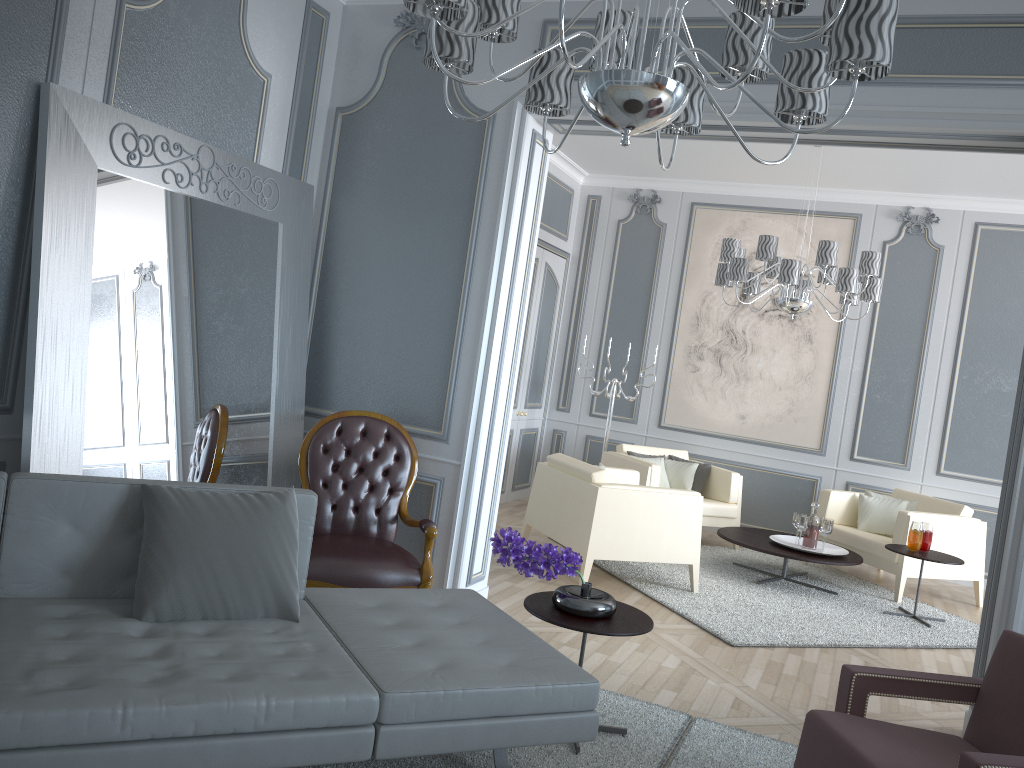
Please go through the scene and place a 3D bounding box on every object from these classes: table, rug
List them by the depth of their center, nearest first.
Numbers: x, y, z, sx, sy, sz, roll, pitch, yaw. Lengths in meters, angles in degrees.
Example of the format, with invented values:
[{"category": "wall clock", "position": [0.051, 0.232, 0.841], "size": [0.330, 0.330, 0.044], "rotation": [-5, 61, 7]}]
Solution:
[{"category": "rug", "position": [0.026, 1.121, 1.604], "size": [2.020, 0.010, 3.202], "rotation": [9, 2, 22]}, {"category": "table", "position": [0.215, 0.908, 2.813], "size": [0.414, 0.385, 0.414], "rotation": [9, 2, 10]}, {"category": "table", "position": [2.308, 1.149, 5.027], "size": [0.414, 0.385, 0.415], "rotation": [8, 2, -20]}, {"category": "rug", "position": [1.534, 1.215, 5.309], "size": [1.998, 0.010, 2.003], "rotation": [8, 2, -23]}, {"category": "table", "position": [1.717, 1.117, 5.560], "size": [0.883, 0.239, 0.882], "rotation": [9, 2, 20]}]

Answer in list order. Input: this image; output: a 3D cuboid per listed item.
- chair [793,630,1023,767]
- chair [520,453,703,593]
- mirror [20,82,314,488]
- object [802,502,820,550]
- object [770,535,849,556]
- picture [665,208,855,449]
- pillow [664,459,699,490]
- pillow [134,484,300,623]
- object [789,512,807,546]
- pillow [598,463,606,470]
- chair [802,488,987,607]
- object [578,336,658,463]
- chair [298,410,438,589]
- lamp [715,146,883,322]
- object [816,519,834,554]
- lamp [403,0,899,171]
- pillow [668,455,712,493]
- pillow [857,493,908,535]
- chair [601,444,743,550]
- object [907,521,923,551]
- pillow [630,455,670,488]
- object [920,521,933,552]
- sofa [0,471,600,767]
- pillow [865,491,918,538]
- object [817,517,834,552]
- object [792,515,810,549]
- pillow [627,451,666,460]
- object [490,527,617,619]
[{"category": "chair", "position": [1.074, 0.940, 2.141], "size": [0.606, 0.620, 0.576], "rotation": [8, 1, -8]}, {"category": "chair", "position": [0.575, 0.772, 5.119], "size": [0.736, 0.620, 0.856], "rotation": [8, 2, -23]}, {"category": "mirror", "position": [-1.219, -0.022, 3.380], "size": [0.251, 1.792, 1.399], "rotation": [9, 1, 22]}, {"category": "object", "position": [1.853, 0.870, 5.465], "size": [0.086, 0.290, 0.086], "rotation": [9, 1, 43]}, {"category": "object", "position": [1.824, 1.001, 5.460], "size": [0.469, 0.028, 0.467], "rotation": [10, 2, 35]}, {"category": "picture", "position": [1.907, -0.460, 6.925], "size": [1.200, 1.751, 0.001], "rotation": [9, 1, 22]}, {"category": "pillow", "position": [1.197, 0.681, 6.535], "size": [0.312, 0.245, 0.163], "rotation": [9, 1, 27]}, {"category": "pillow", "position": [-0.774, 0.460, 2.365], "size": [0.422, 0.354, 0.253], "rotation": [7, 2, -30]}, {"category": "object", "position": [1.780, 0.905, 5.520], "size": [0.080, 0.196, 0.080], "rotation": [8, 1, 5]}, {"category": "pillow", "position": [0.511, 0.627, 5.221], "size": [0.182, 0.285, 0.360], "rotation": [9, 2, 28]}, {"category": "chair", "position": [2.544, 1.034, 5.893], "size": [0.736, 0.620, 0.856], "rotation": [8, 2, -23]}, {"category": "object", "position": [0.737, 0.350, 6.823], "size": [0.446, 1.385, 0.447], "rotation": [8, 1, -23]}, {"category": "chair", "position": [-0.614, 0.543, 3.549], "size": [0.572, 0.828, 0.575], "rotation": [8, 1, -18]}, {"category": "lamp", "position": [1.816, -0.954, 5.513], "size": [0.977, 1.119, 0.976], "rotation": [9, 1, 11]}, {"category": "object", "position": [1.900, 0.927, 5.390], "size": [0.080, 0.196, 0.080], "rotation": [8, 1, 5]}, {"category": "lamp", "position": [0.312, -1.049, 1.843], "size": [0.977, 1.119, 0.976], "rotation": [9, 1, 11]}, {"category": "pillow", "position": [1.273, 0.691, 6.579], "size": [0.351, 0.276, 0.184], "rotation": [10, 2, 38]}, {"category": "pillow", "position": [2.497, 0.891, 5.988], "size": [0.312, 0.245, 0.163], "rotation": [9, 1, 17]}, {"category": "chair", "position": [1.133, 0.807, 6.481], "size": [0.854, 0.620, 0.738], "rotation": [8, 2, -23]}, {"category": "object", "position": [2.301, 0.869, 5.055], "size": [0.075, 0.165, 0.075], "rotation": [9, 1, 11]}, {"category": "pillow", "position": [1.003, 0.655, 6.448], "size": [0.311, 0.245, 0.164], "rotation": [7, 2, -33]}, {"category": "object", "position": [2.376, 0.878, 5.098], "size": [0.075, 0.165, 0.075], "rotation": [8, 1, -19]}, {"category": "sofa", "position": [-0.915, 0.623, 2.110], "size": [2.202, 0.668, 0.811], "rotation": [7, 2, -28]}, {"category": "pillow", "position": [2.565, 0.899, 6.045], "size": [0.351, 0.276, 0.184], "rotation": [9, 2, 28]}, {"category": "object", "position": [1.931, 0.929, 5.468], "size": [0.080, 0.196, 0.080], "rotation": [8, 1, 5]}, {"category": "object", "position": [1.765, 0.906, 5.423], "size": [0.080, 0.196, 0.080], "rotation": [9, 1, 25]}, {"category": "pillow", "position": [1.004, 0.653, 6.536], "size": [0.350, 0.276, 0.184], "rotation": [8, 1, -22]}, {"category": "object", "position": [0.135, 0.591, 2.796], "size": [0.425, 0.221, 0.206], "rotation": [8, 1, -8]}]
